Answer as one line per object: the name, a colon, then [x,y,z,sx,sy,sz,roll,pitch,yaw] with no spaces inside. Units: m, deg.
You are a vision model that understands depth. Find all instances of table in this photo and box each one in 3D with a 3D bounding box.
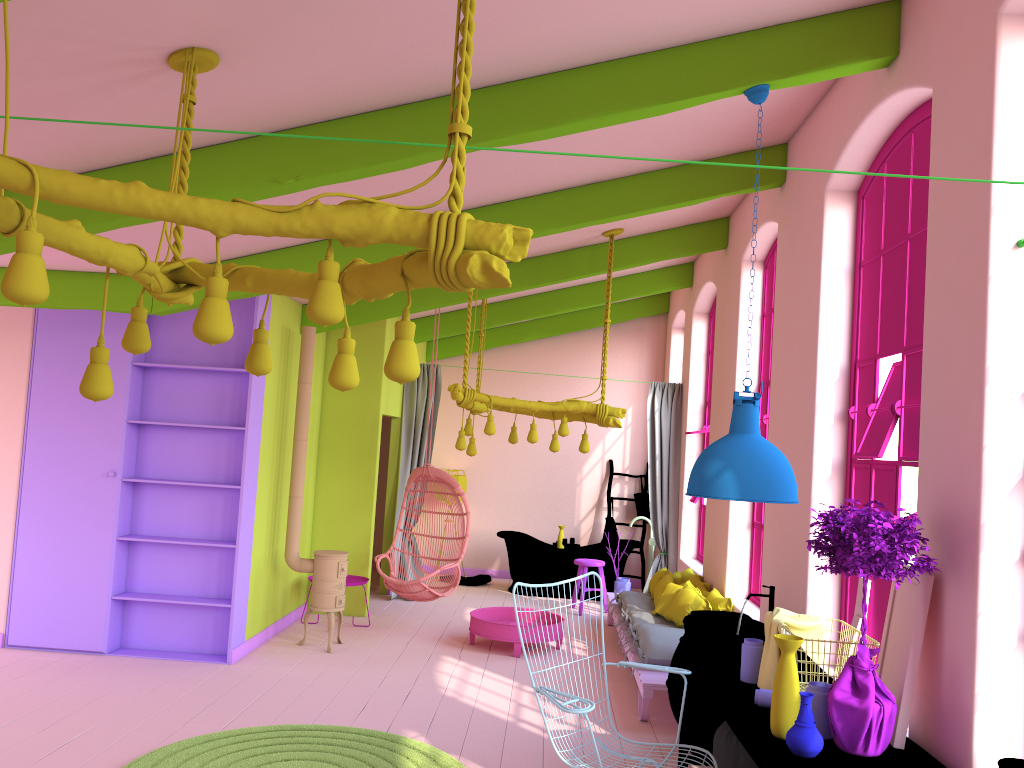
table: [0.040,2.307,8.274,0.885,0.285,0.886,2,-4,28]
table: [1.281,1.841,4.161,0.655,0.820,2.194,3,-4,3]
table: [-1.719,2.137,8.712,0.596,0.458,0.596,1,-5,40]

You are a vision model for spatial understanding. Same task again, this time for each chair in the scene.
chair: [0.529,1.590,4.170,0.925,1.237,1.079,1,-4,37]
chair: [-0.826,0.568,8.765,0.860,3.127,0.807,2,-3,22]
chair: [0.875,2.344,10.297,0.473,0.592,0.446,5,-4,-29]

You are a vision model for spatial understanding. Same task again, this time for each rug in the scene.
rug: [-1.133,2.111,4.667,1.889,0.050,1.890,4,-4,-10]

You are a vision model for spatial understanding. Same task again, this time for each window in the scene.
window: [2.067,0.265,6.951,0.072,3.045,1.276,3,-3,3]
window: [2.169,0.445,9.398,0.551,3.007,1.515,3,-3,3]
window: [1.970,0.102,4.497,0.492,3.001,1.498,3,-3,3]

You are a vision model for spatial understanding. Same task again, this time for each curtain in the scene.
curtain: [-1.157,1.114,10.514,0.518,2.783,0.525,5,-3,-17]
curtain: [1.770,1.346,10.370,0.518,2.783,0.525,2,-3,22]

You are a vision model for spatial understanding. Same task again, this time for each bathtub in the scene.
bathtub: [0.722,2.334,11.414,1.889,0.739,0.826,3,-4,3]

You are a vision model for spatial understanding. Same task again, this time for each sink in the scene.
sink: [1.169,1.388,4.843,0.340,0.194,0.609,3,-4,3]

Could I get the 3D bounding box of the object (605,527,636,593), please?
object: [1.301,2.192,10.632,0.277,0.987,0.451,7,-4,-43]

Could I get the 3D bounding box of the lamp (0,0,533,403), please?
lamp: [-0.892,-1.044,2.911,1.611,2.263,1.776,5,-4,-16]

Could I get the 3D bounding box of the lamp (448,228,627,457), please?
lamp: [0.066,-0.419,8.395,1.611,2.263,1.776,5,-4,-16]

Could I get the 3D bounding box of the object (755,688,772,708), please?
object: [1.142,1.386,3.900,0.137,0.076,0.076,2,-4,23]

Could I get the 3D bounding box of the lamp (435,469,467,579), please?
lamp: [-0.887,1.898,12.136,0.491,1.465,0.477,2,-4,33]

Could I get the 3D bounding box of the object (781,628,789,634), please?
object: [1.369,1.361,4.602,0.165,0.249,0.411,1,-4,38]

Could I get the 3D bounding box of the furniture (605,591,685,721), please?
furniture: [1.324,2.255,7.936,0.907,0.507,3.778,3,-4,3]

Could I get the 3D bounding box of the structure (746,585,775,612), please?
structure: [1.362,1.302,4.865,0.166,0.396,0.087,3,-3,12]

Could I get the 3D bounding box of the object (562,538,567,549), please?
object: [0.666,2.046,11.237,0.069,0.170,0.069,2,-4,22]

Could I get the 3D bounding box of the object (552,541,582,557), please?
object: [0.703,2.121,11.428,0.360,0.068,1.324,3,-4,3]

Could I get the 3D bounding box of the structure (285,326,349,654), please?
structure: [-1.656,0.910,7.938,0.577,2.812,0.403,2,-3,20]

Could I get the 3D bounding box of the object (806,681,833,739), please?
object: [1.221,1.294,3.524,0.109,0.197,0.109,1,-4,40]

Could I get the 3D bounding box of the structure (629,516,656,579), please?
structure: [1.728,2.239,11.358,0.254,1.061,0.451,7,-4,-44]

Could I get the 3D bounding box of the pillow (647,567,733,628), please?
pillow: [1.518,1.908,8.030,0.578,0.399,1.999,3,-4,2]

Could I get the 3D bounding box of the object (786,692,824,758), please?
object: [1.079,1.251,3.263,0.132,0.219,0.132,2,-4,19]

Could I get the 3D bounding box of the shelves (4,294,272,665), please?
shelves: [-3.047,0.645,7.270,1.841,3.102,0.385,3,-3,3]

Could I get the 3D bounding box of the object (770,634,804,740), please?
object: [1.073,1.183,3.467,0.116,0.382,0.116,5,-4,-24]

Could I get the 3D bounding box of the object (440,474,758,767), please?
object: [0.315,1.691,8.477,2.827,1.579,7.870,3,-4,3]

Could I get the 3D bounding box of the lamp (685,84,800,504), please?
lamp: [1.153,-0.451,4.269,0.528,2.001,0.529,1,-4,34]

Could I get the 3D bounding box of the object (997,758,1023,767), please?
object: [1.698,1.376,2.929,0.182,0.222,0.182,5,-4,-20]

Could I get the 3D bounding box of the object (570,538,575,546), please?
object: [0.773,2.063,11.395,0.069,0.170,0.069,2,-4,22]

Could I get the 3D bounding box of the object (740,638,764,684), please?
object: [1.180,1.356,4.346,0.109,0.197,0.109,4,-3,-5]

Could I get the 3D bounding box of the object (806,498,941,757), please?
object: [1.355,0.918,3.416,0.441,0.950,0.502,6,-4,-37]

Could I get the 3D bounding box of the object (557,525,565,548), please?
object: [0.631,1.982,11.408,0.097,0.320,0.097,3,-3,14]

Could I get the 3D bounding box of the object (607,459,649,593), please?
object: [1.574,1.933,12.136,0.603,1.763,0.410,3,-3,3]

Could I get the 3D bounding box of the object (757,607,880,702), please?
object: [1.392,1.275,4.164,0.444,0.369,0.633,3,-4,3]

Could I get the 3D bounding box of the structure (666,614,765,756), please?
structure: [1.346,1.937,5.667,0.718,0.844,0.718,6,-4,-30]
